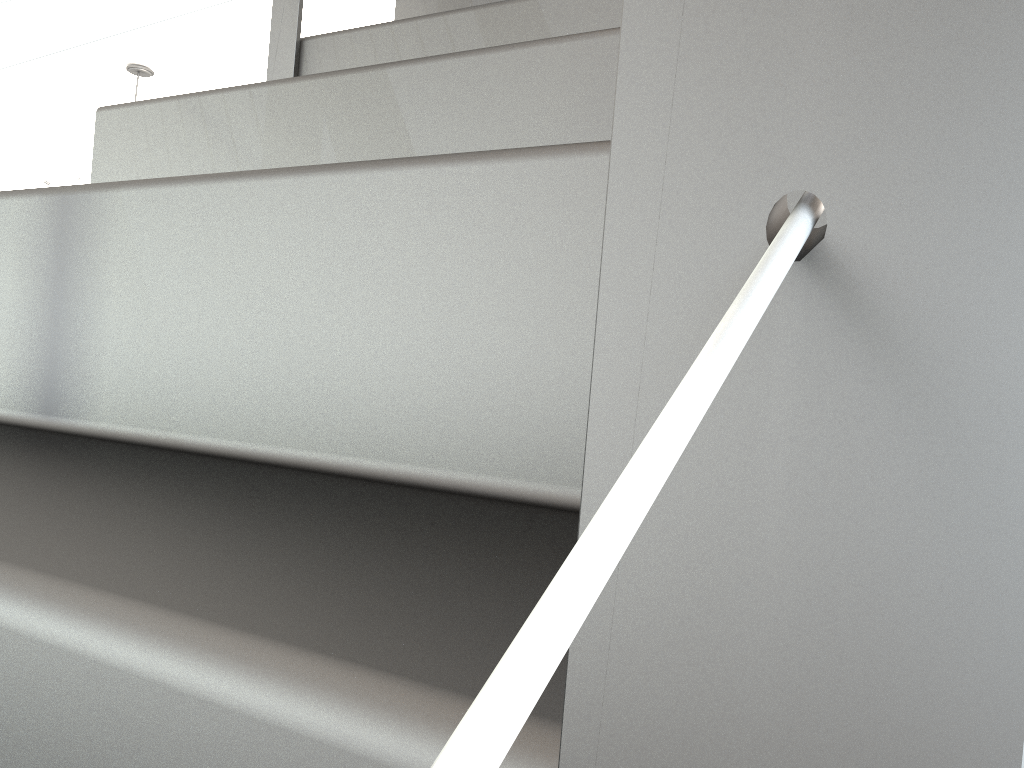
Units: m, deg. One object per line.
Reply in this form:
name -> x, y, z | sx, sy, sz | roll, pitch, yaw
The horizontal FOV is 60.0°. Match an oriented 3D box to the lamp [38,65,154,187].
lamp -> -1.255, -0.680, 2.934 | 0.619, 0.726, 0.589 | 5, 0, -38

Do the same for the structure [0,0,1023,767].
structure -> -0.185, 0.737, 0.747 | 1.093, 6.298, 4.365 | 5, 0, 31
